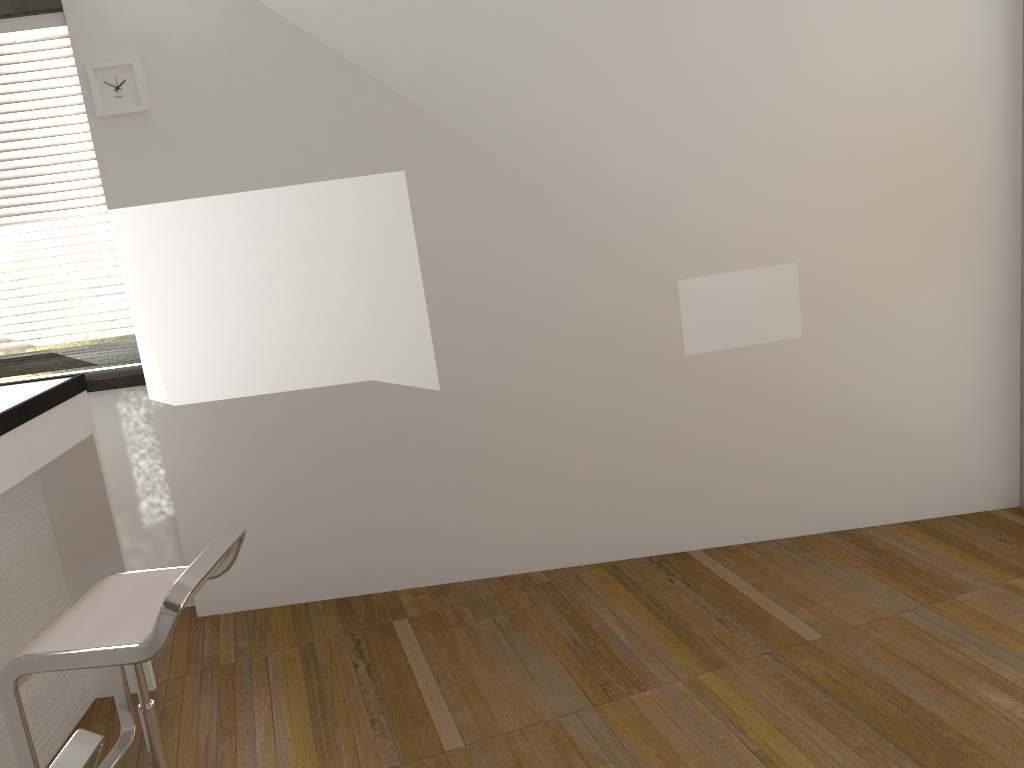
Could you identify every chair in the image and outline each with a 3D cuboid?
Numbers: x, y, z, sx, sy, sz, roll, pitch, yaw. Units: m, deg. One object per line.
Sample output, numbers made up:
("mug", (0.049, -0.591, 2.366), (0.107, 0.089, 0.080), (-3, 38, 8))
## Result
("chair", (-0.827, 0.805, 2.085), (0.460, 0.857, 0.418), (-6, 13, 4))
("chair", (-0.786, 0.990, 1.260), (0.460, 0.857, 0.418), (-7, 13, -1))

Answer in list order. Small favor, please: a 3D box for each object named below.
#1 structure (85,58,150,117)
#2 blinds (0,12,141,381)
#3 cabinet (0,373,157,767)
("structure", (-1.398, -1.051, 3.145), (0.180, 0.180, 0.026), (-7, 13, -1))
("blinds", (-5.437, -3.445, 5.769), (9.030, 12.704, 16.000), (3, 16, 37))
("cabinet", (-1.569, 0.879, 1.547), (0.663, 1.134, 2.947), (-7, 13, -1))
